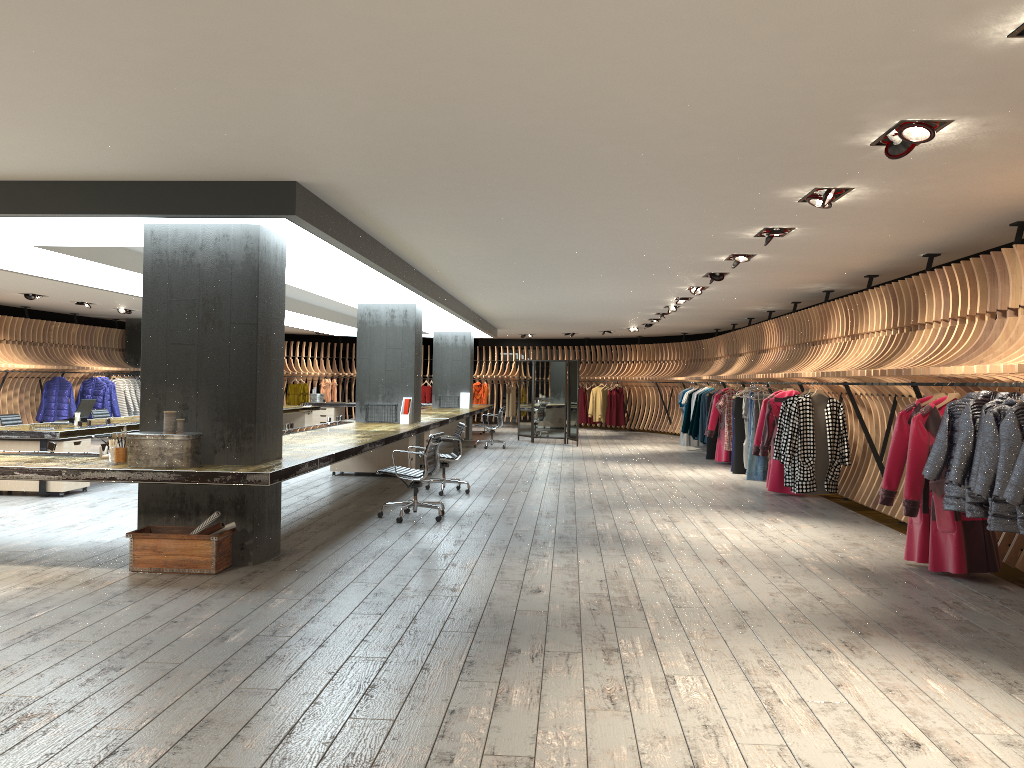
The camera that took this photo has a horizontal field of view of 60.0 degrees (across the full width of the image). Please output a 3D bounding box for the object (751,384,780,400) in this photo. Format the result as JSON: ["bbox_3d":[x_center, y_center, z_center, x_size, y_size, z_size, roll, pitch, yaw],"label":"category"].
[{"bbox_3d":[3.677,0.098,12.586,0.547,0.262,0.023,1,-1,5],"label":"object"}]

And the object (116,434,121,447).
[{"bbox_3d":[-2.921,0.472,6.604,0.054,0.207,0.008,1,-1,-13],"label":"object"}]

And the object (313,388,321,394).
[{"bbox_3d":[-5.111,0.198,23.351,0.262,0.204,0.088,1,-1,2],"label":"object"}]

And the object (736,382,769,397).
[{"bbox_3d":[3.712,0.090,13.594,0.549,0.250,0.023,1,-1,5],"label":"object"}]

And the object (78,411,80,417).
[{"bbox_3d":[-5.489,0.428,11.221,0.030,0.170,0.007,1,-1,-3],"label":"object"}]

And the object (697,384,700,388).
[{"bbox_3d":[4.109,0.095,19.349,0.523,0.291,0.013,1,-1,-1],"label":"object"}]

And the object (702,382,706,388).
[{"bbox_3d":[4.038,0.093,18.566,0.525,0.270,0.012,1,-1,9],"label":"object"}]

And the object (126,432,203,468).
[{"bbox_3d":[-2.523,0.476,6.446,0.498,0.239,0.303,1,0,4],"label":"object"}]

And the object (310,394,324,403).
[{"bbox_3d":[-5.148,0.377,23.405,0.303,0.239,0.497,1,0,4],"label":"object"}]

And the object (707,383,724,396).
[{"bbox_3d":[3.899,0.095,16.512,0.525,0.270,0.012,1,-1,9],"label":"object"}]

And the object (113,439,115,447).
[{"bbox_3d":[-3.004,0.484,6.683,0.030,0.170,0.007,1,-1,24],"label":"object"}]

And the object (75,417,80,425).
[{"bbox_3d":[-5.505,0.473,11.233,0.061,0.111,0.061,0,-1,37],"label":"object"}]

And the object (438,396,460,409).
[{"bbox_3d":[-1.455,0.424,20.528,0.459,0.290,0.329,1,0,6],"label":"object"}]

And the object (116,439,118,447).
[{"bbox_3d":[-2.993,0.484,6.699,0.030,0.170,0.007,1,-1,-29],"label":"object"}]

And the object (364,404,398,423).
[{"bbox_3d":[-1.933,0.441,13.141,0.459,0.290,0.329,1,0,1],"label":"object"}]

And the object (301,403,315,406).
[{"bbox_3d":[-4.630,0.477,20.152,0.302,0.074,0.217,1,0,-2],"label":"object"}]

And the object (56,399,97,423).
[{"bbox_3d":[-5.798,0.358,11.787,0.365,0.316,0.373,1,0,4],"label":"object"}]

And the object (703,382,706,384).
[{"bbox_3d":[4.061,0.093,18.693,0.525,0.270,0.012,1,-1,4],"label":"object"}]

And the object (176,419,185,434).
[{"bbox_3d":[-2.384,0.306,6.374,0.062,0.109,0.062,1,-1,-26],"label":"object"}]

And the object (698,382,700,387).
[{"bbox_3d":[4.093,0.097,19.245,0.524,0.285,0.013,1,-1,-1],"label":"object"}]

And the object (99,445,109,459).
[{"bbox_3d":[-2.993,0.377,6.941,0.431,0.429,0.195,1,-1,-1],"label":"object"}]

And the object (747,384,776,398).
[{"bbox_3d":[3.661,0.088,12.779,0.549,0.243,0.023,1,-1,5],"label":"object"}]

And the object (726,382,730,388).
[{"bbox_3d":[3.848,0.095,15.727,0.525,0.270,0.012,1,-1,4],"label":"object"}]

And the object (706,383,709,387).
[{"bbox_3d":[4.017,0.086,18.194,0.525,0.270,0.012,1,-1,9],"label":"object"}]

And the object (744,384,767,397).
[{"bbox_3d":[3.704,0.085,13.486,0.549,0.243,0.023,1,-1,-35],"label":"object"}]

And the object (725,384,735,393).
[{"bbox_3d":[3.854,0.096,15.480,0.525,0.270,0.012,1,-1,14],"label":"object"}]

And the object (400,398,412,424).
[{"bbox_3d":[-1.574,0.395,13.175,0.129,0.383,0.239,1,-1,4],"label":"object"}]

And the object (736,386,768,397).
[{"bbox_3d":[3.718,0.085,13.691,0.549,0.243,0.023,1,-1,40],"label":"object"}]

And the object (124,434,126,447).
[{"bbox_3d":[-2.888,0.473,6.610,0.008,0.207,0.054,1,-1,-31],"label":"object"}]

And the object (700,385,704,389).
[{"bbox_3d":[4.053,0.093,18.775,0.525,0.270,0.012,1,-1,4],"label":"object"}]

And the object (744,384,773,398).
[{"bbox_3d":[3.698,0.096,13.100,0.548,0.256,0.023,1,-1,29],"label":"object"}]

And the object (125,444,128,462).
[{"bbox_3d":[-2.891,0.523,6.735,0.108,0.128,0.108,1,0,19],"label":"object"}]

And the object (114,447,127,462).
[{"bbox_3d":[-2.917,0.526,6.617,0.084,0.111,0.083,1,0,-9],"label":"object"}]

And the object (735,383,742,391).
[{"bbox_3d":[3.790,0.096,14.835,0.525,0.270,0.012,1,-1,4],"label":"object"}]

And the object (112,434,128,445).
[{"bbox_3d":[-2.939,0.479,6.685,0.138,0.209,0.034,1,-1,-16],"label":"object"}]

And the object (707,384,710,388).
[{"bbox_3d":[4.003,0.087,17.960,0.525,0.270,0.012,1,-1,4],"label":"object"}]

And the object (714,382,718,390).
[{"bbox_3d":[3.934,0.092,16.990,0.525,0.270,0.012,1,-1,14],"label":"object"}]

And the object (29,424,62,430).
[{"bbox_3d":[-5.368,0.499,10.209,0.302,0.074,0.217,1,0,-2],"label":"object"}]

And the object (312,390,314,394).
[{"bbox_3d":[-5.220,0.203,23.272,0.062,0.109,0.062,1,-1,-30],"label":"object"}]

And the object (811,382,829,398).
[{"bbox_3d":[3.496,0.111,10.075,0.525,0.270,0.012,1,-1,-6],"label":"object"}]

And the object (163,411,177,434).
[{"bbox_3d":[-2.463,0.298,6.483,0.088,0.204,0.262,1,0,2],"label":"object"}]

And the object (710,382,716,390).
[{"bbox_3d":[3.978,0.092,17.627,0.525,0.270,0.012,1,-1,9],"label":"object"}]

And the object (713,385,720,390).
[{"bbox_3d":[3.971,0.093,17.312,0.525,0.270,0.012,1,-1,4],"label":"object"}]

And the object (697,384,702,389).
[{"bbox_3d":[4.044,0.097,18.961,0.524,0.284,0.014,1,-1,14],"label":"object"}]

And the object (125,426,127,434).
[{"bbox_3d":[-2.912,0.449,6.723,0.008,0.267,0.060,1,-1,20],"label":"object"}]

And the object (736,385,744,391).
[{"bbox_3d":[3.770,0.104,14.622,0.524,0.286,0.015,1,-1,-11],"label":"object"}]

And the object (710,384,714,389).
[{"bbox_3d":[3.960,0.091,17.424,0.525,0.270,0.012,1,-1,4],"label":"object"}]

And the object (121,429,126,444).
[{"bbox_3d":[-2.930,0.464,6.739,0.084,0.240,0.009,1,-1,-19],"label":"object"}]

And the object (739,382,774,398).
[{"bbox_3d":[3.699,0.087,13.329,0.549,0.243,0.023,1,-1,10],"label":"object"}]

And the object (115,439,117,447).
[{"bbox_3d":[-2.997,0.484,6.690,0.030,0.170,0.007,1,-1,-3],"label":"object"}]

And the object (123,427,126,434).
[{"bbox_3d":[-2.916,0.452,6.723,0.062,0.264,0.012,2,-1,-44],"label":"object"}]

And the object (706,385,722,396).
[{"bbox_3d":[3.921,0.095,16.692,0.525,0.270,0.012,1,-1,29],"label":"object"}]

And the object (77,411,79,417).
[{"bbox_3d":[-5.496,0.428,11.215,0.030,0.170,0.007,1,-1,24],"label":"object"}]

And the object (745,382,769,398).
[{"bbox_3d":[3.686,0.089,13.222,0.549,0.243,0.023,1,-1,-25],"label":"object"}]

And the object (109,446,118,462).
[{"bbox_3d":[-3.014,0.528,6.702,0.061,0.111,0.061,1,-1,-8],"label":"object"}]
